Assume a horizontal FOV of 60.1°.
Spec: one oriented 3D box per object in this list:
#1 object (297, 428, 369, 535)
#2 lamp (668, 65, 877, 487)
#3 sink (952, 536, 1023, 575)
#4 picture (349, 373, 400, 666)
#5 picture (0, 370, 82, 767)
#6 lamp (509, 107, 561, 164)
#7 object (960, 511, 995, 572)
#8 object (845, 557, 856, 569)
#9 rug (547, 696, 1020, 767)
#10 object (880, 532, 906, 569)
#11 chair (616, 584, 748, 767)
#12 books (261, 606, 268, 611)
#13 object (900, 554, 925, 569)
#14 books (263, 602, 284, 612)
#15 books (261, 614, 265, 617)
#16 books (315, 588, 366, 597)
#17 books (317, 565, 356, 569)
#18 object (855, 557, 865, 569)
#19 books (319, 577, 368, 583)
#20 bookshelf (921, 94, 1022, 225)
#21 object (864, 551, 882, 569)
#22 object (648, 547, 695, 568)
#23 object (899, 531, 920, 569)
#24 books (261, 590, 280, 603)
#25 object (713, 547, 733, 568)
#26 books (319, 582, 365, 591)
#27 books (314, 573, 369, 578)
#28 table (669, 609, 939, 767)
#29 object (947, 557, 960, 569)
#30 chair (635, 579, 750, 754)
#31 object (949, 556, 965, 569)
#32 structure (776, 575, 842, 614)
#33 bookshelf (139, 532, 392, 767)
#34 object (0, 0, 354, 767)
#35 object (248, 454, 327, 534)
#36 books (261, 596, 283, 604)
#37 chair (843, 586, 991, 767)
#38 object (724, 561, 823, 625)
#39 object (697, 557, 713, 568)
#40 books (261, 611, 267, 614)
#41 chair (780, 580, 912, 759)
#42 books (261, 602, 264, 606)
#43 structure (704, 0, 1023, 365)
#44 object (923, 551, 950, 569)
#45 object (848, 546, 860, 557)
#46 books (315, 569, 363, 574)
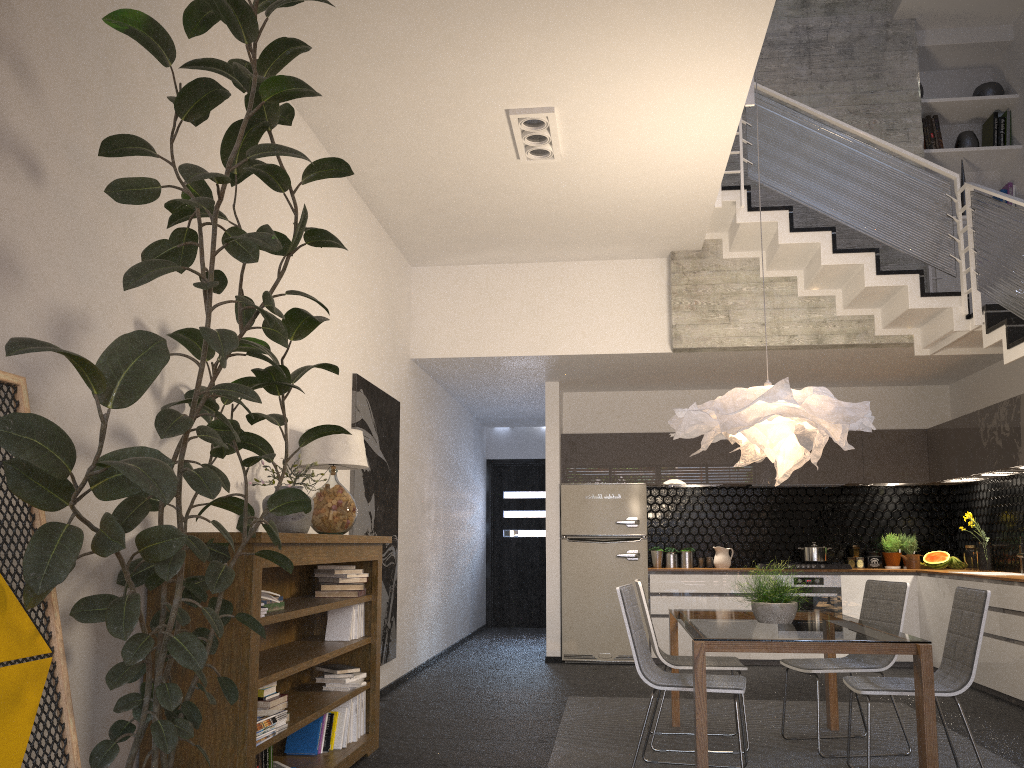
[{"bbox_3d":[-0.991,0.549,4.902,0.390,0.578,0.392,4,-9,-24],"label":"object"},{"bbox_3d":[1.398,-2.019,5.114,1.118,5.175,1.068,-2,-8,17],"label":"lamp"},{"bbox_3d":[3.970,1.475,7.275,0.490,0.445,0.729,-1,-9,6],"label":"sink"},{"bbox_3d":[-0.992,1.036,6.455,0.033,2.013,1.242,-1,-8,6],"label":"picture"},{"bbox_3d":[-1.312,0.635,1.677,0.386,1.593,1.509,-1,-9,6],"label":"picture"},{"bbox_3d":[0.147,-1.485,5.272,0.253,0.065,0.650,-1,-10,6],"label":"lamp"},{"bbox_3d":[4.228,1.428,8.042,0.257,0.538,0.429,-4,-10,30],"label":"object"},{"bbox_3d":[3.368,1.777,8.804,0.083,0.112,0.083,-1,-8,6],"label":"object"},{"bbox_3d":[1.388,1.965,4.610,2.371,0.006,3.715,-1,-10,6],"label":"rug"},{"bbox_3d":[3.762,1.640,8.723,0.245,0.351,0.236,-1,-8,10],"label":"object"},{"bbox_3d":[0.838,1.462,4.361,0.602,0.913,0.478,-2,-8,16],"label":"chair"},{"bbox_3d":[-1.140,0.898,3.554,0.253,0.011,0.320,5,-11,-26],"label":"books"},{"bbox_3d":[3.880,1.720,8.566,0.210,0.139,0.125,-8,-12,40],"label":"object"},{"bbox_3d":[-1.096,0.943,3.739,0.179,0.033,0.245,-2,-10,9],"label":"books"},{"bbox_3d":[-1.129,0.914,3.525,0.253,0.011,0.321,4,-11,-20],"label":"books"},{"bbox_3d":[-0.931,1.138,4.830,0.230,0.034,0.288,0,-10,-1],"label":"books"},{"bbox_3d":[-0.966,1.011,4.891,0.205,0.022,0.156,2,-10,-8],"label":"books"},{"bbox_3d":[3.454,1.775,8.790,0.083,0.112,0.083,-2,-9,16],"label":"object"},{"bbox_3d":[-0.937,1.082,4.901,0.180,0.029,0.226,9,-13,-41],"label":"books"},{"bbox_3d":[3.760,-1.821,7.580,0.973,1.099,0.446,-1,-8,6],"label":"bookshelf"},{"bbox_3d":[3.576,1.742,8.774,0.141,0.173,0.142,-1,-8,6],"label":"object"},{"bbox_3d":[1.618,1.754,8.975,0.482,0.219,0.174,-1,-8,3],"label":"object"},{"bbox_3d":[3.900,1.622,8.690,0.170,0.376,0.185,-7,-11,43],"label":"object"},{"bbox_3d":[-1.147,0.848,3.588,0.323,0.108,0.274,-9,-13,41],"label":"books"},{"bbox_3d":[2.127,1.748,8.921,0.190,0.213,0.172,-3,-9,20],"label":"object"},{"bbox_3d":[0.925,-1.875,6.952,5.412,6.661,0.361,8,-11,-42],"label":"books"},{"bbox_3d":[-0.945,1.058,4.902,0.244,0.019,0.175,-6,-12,31],"label":"books"},{"bbox_3d":[1.394,1.620,4.670,0.997,0.709,1.814,-1,-10,6],"label":"table"},{"bbox_3d":[4.313,1.745,8.651,0.132,0.118,0.205,-4,-10,26],"label":"object"},{"bbox_3d":[1.015,1.591,5.076,0.601,0.913,0.478,-1,-8,7],"label":"chair"},{"bbox_3d":[4.277,1.710,8.480,0.225,0.126,0.149,9,-13,-43],"label":"object"},{"bbox_3d":[2.815,2.132,8.539,0.587,0.584,0.588,-1,-9,6],"label":"structure"},{"bbox_3d":[-1.026,1.292,4.121,0.451,1.163,1.934,-1,-9,6],"label":"bookshelf"},{"bbox_3d":[-0.932,0.036,2.803,0.908,3.177,2.025,2,-8,-16],"label":"object"},{"bbox_3d":[-1.085,0.523,4.283,0.386,0.409,0.277,2,-8,-15],"label":"object"},{"bbox_3d":[-1.092,0.913,3.734,0.166,0.023,0.229,-2,-10,10],"label":"books"},{"bbox_3d":[1.932,1.437,4.224,0.601,0.913,0.478,-1,-8,9],"label":"chair"},{"bbox_3d":[1.378,1.102,4.725,0.531,0.364,0.673,0,-10,2],"label":"object"},{"bbox_3d":[1.956,1.807,8.968,0.160,0.110,0.078,-2,-8,11],"label":"object"},{"bbox_3d":[-1.134,0.906,3.536,0.253,0.011,0.320,5,-11,-23],"label":"books"},{"bbox_3d":[1.875,1.574,4.978,0.601,0.913,0.478,1,-8,-8],"label":"chair"},{"bbox_3d":[-1.136,0.872,3.529,0.253,0.011,0.320,4,-11,-21],"label":"books"},{"bbox_3d":[1.975,-1.957,6.058,4.234,8.249,8.525,-1,-9,6],"label":"structure"},{"bbox_3d":[4.059,1.683,8.462,0.236,0.173,0.218,-6,-11,35],"label":"object"},{"bbox_3d":[3.400,1.664,8.802,0.083,0.112,0.083,2,-9,-13],"label":"object"},{"bbox_3d":[-0.959,1.034,4.888,0.175,0.023,0.244,8,-13,-38],"label":"books"}]
